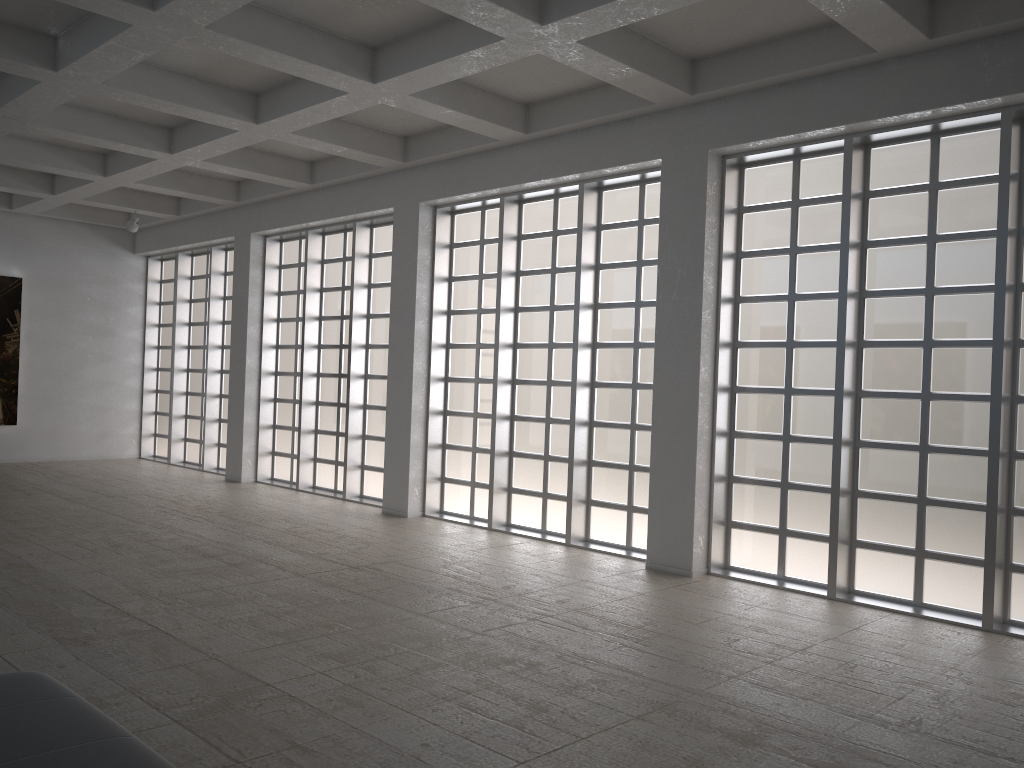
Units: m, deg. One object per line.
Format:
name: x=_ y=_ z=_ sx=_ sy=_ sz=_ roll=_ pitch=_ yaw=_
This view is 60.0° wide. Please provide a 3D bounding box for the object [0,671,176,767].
object: x=-3.520 y=2.817 z=6.119 sx=3.044 sy=0.828 sz=1.616 roll=2 pitch=0 yaw=44
